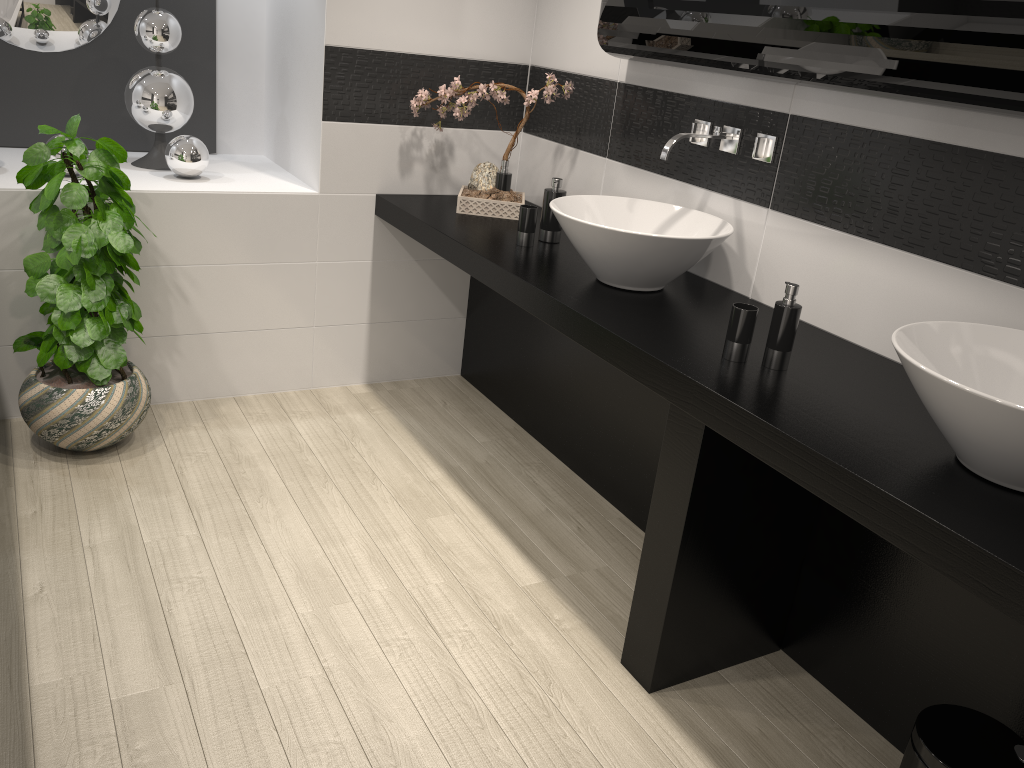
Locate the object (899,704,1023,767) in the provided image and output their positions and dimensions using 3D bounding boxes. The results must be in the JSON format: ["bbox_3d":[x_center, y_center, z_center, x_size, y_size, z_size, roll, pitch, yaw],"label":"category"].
[{"bbox_3d":[0.889,0.862,1.797,0.302,0.334,0.229,-1,22,-20],"label":"object"}]

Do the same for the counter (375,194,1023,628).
[{"bbox_3d":[0.651,-0.035,2.262,0.656,0.083,3.881,-6,25,-29],"label":"counter"}]

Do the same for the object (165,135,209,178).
[{"bbox_3d":[-1.270,-0.890,3.465,0.163,0.161,0.164,0,22,-17],"label":"object"}]

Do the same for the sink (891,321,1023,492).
[{"bbox_3d":[0.997,0.070,1.701,0.563,0.210,0.562,23,27,34],"label":"sink"}]

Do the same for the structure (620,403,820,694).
[{"bbox_3d":[0.564,0.395,2.296,0.465,0.754,0.127,-5,24,-29],"label":"structure"}]

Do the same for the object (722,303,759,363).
[{"bbox_3d":[0.558,-0.126,2.169,0.063,0.132,0.063,8,21,3],"label":"object"}]

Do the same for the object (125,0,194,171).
[{"bbox_3d":[-1.402,-1.320,3.518,0.260,0.888,0.263,0,22,-17],"label":"object"}]

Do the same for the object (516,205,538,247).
[{"bbox_3d":[0.051,-0.545,3.057,0.063,0.132,0.063,8,21,3],"label":"object"}]

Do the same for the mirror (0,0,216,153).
[{"bbox_3d":[-1.857,-1.623,3.469,1.362,1.367,0.079,-6,24,-29],"label":"mirror"}]

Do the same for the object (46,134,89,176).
[{"bbox_3d":[-1.635,-0.842,3.253,0.150,0.149,0.152,0,22,-17],"label":"object"}]

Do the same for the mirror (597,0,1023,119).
[{"bbox_3d":[0.987,-1.066,1.911,0.258,0.892,2.639,-5,25,-29],"label":"mirror"}]

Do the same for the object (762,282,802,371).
[{"bbox_3d":[0.655,-0.140,2.135,0.063,0.205,0.063,22,26,35],"label":"object"}]

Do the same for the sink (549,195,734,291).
[{"bbox_3d":[0.380,-0.418,2.725,0.560,0.210,0.565,11,22,11],"label":"sink"}]

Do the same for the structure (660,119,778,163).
[{"bbox_3d":[0.574,-0.733,2.701,0.259,0.107,0.370,-6,25,-29],"label":"structure"}]

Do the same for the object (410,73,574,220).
[{"bbox_3d":[-0.100,-0.961,3.484,0.628,0.554,0.263,6,21,-1],"label":"object"}]

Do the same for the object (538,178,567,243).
[{"bbox_3d":[0.146,-0.618,3.144,0.079,0.218,0.080,-10,27,-39],"label":"object"}]

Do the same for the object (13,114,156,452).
[{"bbox_3d":[-1.442,-0.322,2.975,0.419,1.119,0.442,10,21,9],"label":"object"}]
